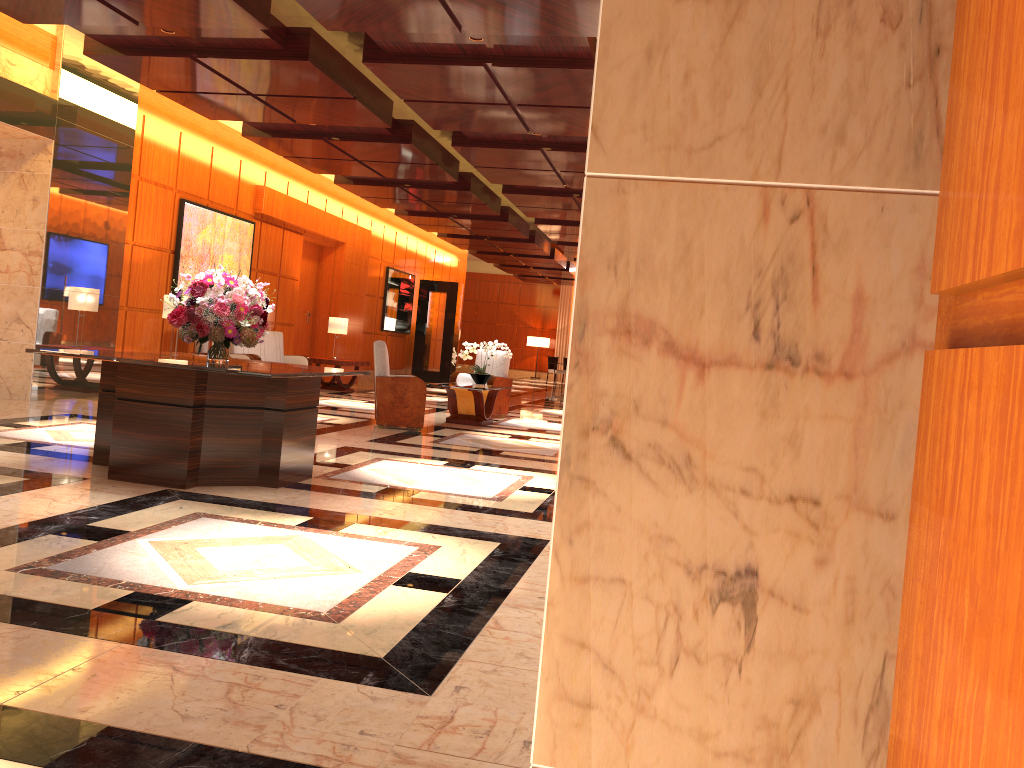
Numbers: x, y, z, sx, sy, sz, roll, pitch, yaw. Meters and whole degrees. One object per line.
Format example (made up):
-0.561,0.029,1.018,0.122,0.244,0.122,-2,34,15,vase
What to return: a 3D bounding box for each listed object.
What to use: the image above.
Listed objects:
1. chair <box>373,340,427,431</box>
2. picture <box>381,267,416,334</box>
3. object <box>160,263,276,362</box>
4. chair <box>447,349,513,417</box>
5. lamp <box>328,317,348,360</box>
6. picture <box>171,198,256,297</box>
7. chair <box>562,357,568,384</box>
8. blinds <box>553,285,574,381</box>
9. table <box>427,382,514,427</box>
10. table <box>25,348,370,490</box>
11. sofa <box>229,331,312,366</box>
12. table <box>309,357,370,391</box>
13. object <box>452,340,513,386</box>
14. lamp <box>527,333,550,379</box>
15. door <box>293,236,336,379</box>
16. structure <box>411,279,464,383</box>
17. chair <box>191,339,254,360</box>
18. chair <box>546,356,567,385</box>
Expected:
-1.302,0.002,10.121,0.628,0.961,0.738,5,1,-10,chair
-2.648,-1.922,20.773,0.056,1.452,1.996,5,1,11,picture
-1.951,-0.482,5.961,0.650,0.658,0.680,5,1,2,object
-0.440,-0.032,12.991,0.739,0.961,0.628,6,1,30,chair
0.032,-0.289,10.067,0.334,0.734,13.025,5,2,-30,lamp
-4.229,-1.744,12.665,0.056,1.452,1.996,5,1,11,picture
1.945,-0.412,29.090,0.577,0.894,0.583,6,1,39,chair
3.550,-1.990,32.289,3.855,4.064,0.149,5,0,11,blinds
-0.527,0.265,11.482,0.723,0.496,1.559,6,2,14,table
-2.018,0.218,5.943,1.601,0.745,1.600,6,2,11,table
-3.714,-0.346,13.572,0.613,0.932,1.798,5,2,11,sofa
-3.100,-0.166,15.698,0.725,0.534,1.167,6,2,14,table
-0.398,-0.286,11.587,0.787,0.617,0.418,5,1,-12,object
0.907,-1.015,32.143,0.809,1.661,0.812,5,1,-39,lamp
-3.821,-1.319,16.321,0.341,2.651,1.499,5,1,11,door
-1.845,-1.281,21.896,0.986,2.498,0.500,5,0,11,structure
-3.912,-0.313,11.964,0.629,0.961,0.737,5,1,10,chair
1.398,-0.417,27.957,0.583,0.894,0.577,5,1,-41,chair
